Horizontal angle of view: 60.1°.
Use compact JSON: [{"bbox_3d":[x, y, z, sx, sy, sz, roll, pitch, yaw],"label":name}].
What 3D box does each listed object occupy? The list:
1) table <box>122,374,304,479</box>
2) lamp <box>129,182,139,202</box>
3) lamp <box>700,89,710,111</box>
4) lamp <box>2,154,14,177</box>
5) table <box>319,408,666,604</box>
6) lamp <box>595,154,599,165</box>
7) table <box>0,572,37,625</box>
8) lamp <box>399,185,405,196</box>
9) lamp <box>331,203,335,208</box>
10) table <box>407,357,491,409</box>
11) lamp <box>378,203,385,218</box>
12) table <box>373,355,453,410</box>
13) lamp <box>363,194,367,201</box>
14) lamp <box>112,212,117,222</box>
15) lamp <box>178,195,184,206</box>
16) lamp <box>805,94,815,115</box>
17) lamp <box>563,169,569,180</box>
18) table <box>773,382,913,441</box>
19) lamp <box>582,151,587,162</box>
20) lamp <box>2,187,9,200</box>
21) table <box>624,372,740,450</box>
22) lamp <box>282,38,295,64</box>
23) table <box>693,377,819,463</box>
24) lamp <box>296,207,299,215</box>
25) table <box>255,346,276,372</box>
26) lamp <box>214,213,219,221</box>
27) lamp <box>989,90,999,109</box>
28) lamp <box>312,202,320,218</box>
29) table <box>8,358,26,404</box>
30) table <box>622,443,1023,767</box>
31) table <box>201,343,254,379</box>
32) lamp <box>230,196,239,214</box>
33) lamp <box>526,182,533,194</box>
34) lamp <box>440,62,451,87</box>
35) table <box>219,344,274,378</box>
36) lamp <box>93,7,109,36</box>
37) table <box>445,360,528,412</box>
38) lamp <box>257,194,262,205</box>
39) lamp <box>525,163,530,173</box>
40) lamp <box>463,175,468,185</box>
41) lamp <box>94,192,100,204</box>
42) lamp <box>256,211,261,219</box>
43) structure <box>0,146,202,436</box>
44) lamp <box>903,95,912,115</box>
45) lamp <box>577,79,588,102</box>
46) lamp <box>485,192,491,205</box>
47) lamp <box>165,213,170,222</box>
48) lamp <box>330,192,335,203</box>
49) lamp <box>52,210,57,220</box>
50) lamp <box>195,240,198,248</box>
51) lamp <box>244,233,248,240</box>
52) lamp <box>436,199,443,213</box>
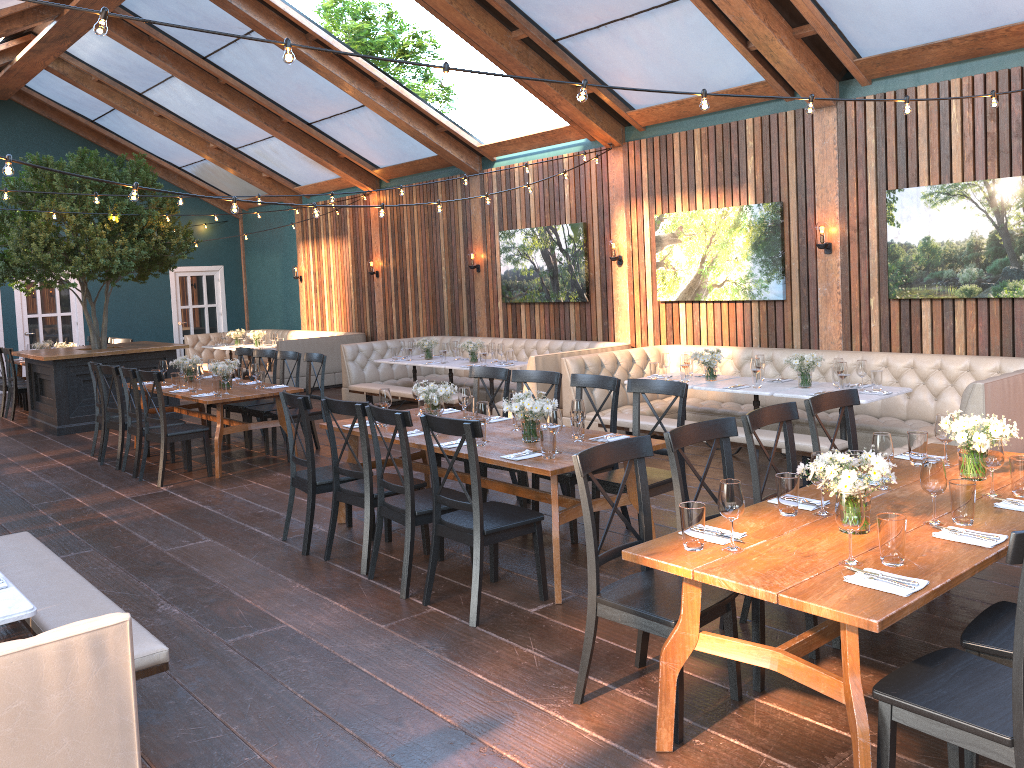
[{"bbox_3d":[-3.140,0.381,9.172,0.954,0.726,2.435,-7,8,-40],"label":"table"},{"bbox_3d":[-2.287,-1.161,5.346,0.056,0.119,0.057,-2,4,10],"label":"lamp"},{"bbox_3d":[1.073,-1.582,4.931,0.056,0.120,0.056,-1,4,18],"label":"lamp"},{"bbox_3d":[-2.674,-1.161,4.693,0.056,0.120,0.056,-6,5,-43],"label":"lamp"},{"bbox_3d":[-0.216,0.669,5.737,0.954,0.726,2.435,-7,8,-40],"label":"table"},{"bbox_3d":[0.989,-2.617,10.321,0.056,0.118,0.063,0,5,33],"label":"lamp"},{"bbox_3d":[-2.154,1.115,3.065,0.801,0.669,0.800,-7,7,-41],"label":"table"},{"bbox_3d":[-1.208,-2.123,9.705,0.056,0.120,0.056,-4,4,-19],"label":"lamp"},{"bbox_3d":[-2.841,-2.851,14.067,0.064,0.118,0.056,-5,5,-31],"label":"lamp"},{"bbox_3d":[-0.768,0.046,11.243,0.801,0.669,0.800,-7,7,-40],"label":"table"},{"bbox_3d":[-1.074,-1.430,7.285,0.056,0.120,0.056,-4,4,-21],"label":"lamp"},{"bbox_3d":[-1.297,-0.006,11.864,0.802,0.669,0.800,-7,7,-41],"label":"table"},{"bbox_3d":[-2.437,-3.101,14.685,0.056,0.119,0.056,-3,4,-11],"label":"lamp"},{"bbox_3d":[-4.923,-2.067,10.944,0.056,0.120,0.056,-4,4,-15],"label":"lamp"},{"bbox_3d":[-3.304,-1.836,8.815,0.056,0.120,0.056,-1,4,25],"label":"lamp"},{"bbox_3d":[1.764,-1.654,5.237,0.059,0.119,0.057,0,4,29],"label":"lamp"},{"bbox_3d":[0.591,-2.302,9.735,0.060,0.119,0.056,-4,4,-18],"label":"lamp"},{"bbox_3d":[2.689,0.386,7.180,0.801,0.669,0.800,-7,7,-41],"label":"table"},{"bbox_3d":[0.862,-2.699,10.496,0.056,0.121,0.056,-4,4,-19],"label":"lamp"},{"bbox_3d":[-4.694,-1.762,8.200,0.056,0.121,0.056,-5,5,-31],"label":"lamp"},{"bbox_3d":[1.632,0.282,8.423,0.802,0.669,0.800,-7,7,-41],"label":"table"},{"bbox_3d":[-1.012,-1.508,4.003,0.056,0.120,0.056,-1,4,26],"label":"lamp"},{"bbox_3d":[2.161,0.334,7.801,0.801,0.669,0.800,-7,7,-40],"label":"table"},{"bbox_3d":[-3.266,-2.639,13.463,0.056,0.120,0.056,0,5,32],"label":"lamp"},{"bbox_3d":[-4.169,-0.288,15.238,0.802,0.669,0.800,-7,7,-41],"label":"table"},{"bbox_3d":[-4.081,-2.305,12.204,0.060,0.119,0.057,-4,4,-16],"label":"lamp"},{"bbox_3d":[3.167,-1.869,5.812,0.056,0.120,0.056,-4,4,-24],"label":"lamp"},{"bbox_3d":[-1.468,-1.306,6.641,0.056,0.120,0.056,-5,5,-35],"label":"lamp"},{"bbox_3d":[-7.110,-0.009,13.837,0.954,0.726,2.435,-7,8,-40],"label":"table"},{"bbox_3d":[1.638,0.846,3.597,2.440,0.727,0.952,-8,8,-40],"label":"table"},{"bbox_3d":[-5.227,-0.392,16.481,0.801,0.669,0.800,-7,7,-41],"label":"table"},{"bbox_3d":[-1.882,-1.214,5.999,0.056,0.121,0.056,-6,5,-41],"label":"lamp"},{"bbox_3d":[0.179,-2.025,9.139,0.071,0.115,0.056,-4,4,-18],"label":"lamp"},{"bbox_3d":[-0.325,-1.511,4.320,0.056,0.121,0.056,-5,4,-26],"label":"lamp"},{"bbox_3d":[-4.698,-0.340,15.859,0.801,0.669,0.800,-7,7,-40],"label":"table"},{"bbox_3d":[-1.722,-1.521,3.718,0.075,0.114,0.056,-2,4,5],"label":"lamp"},{"bbox_3d":[-0.240,0.098,10.621,0.801,0.669,0.800,-7,7,-41],"label":"table"},{"bbox_3d":[-2.605,-1.901,9.120,0.056,0.120,0.056,-4,4,-25],"label":"lamp"},{"bbox_3d":[0.177,-2.499,10.240,0.056,0.120,0.056,-2,4,2],"label":"lamp"},{"bbox_3d":[-0.524,-2.302,9.987,0.056,0.118,0.064,1,5,43],"label":"lamp"},{"bbox_3d":[-3.999,-1.789,8.518,0.056,0.120,0.056,-3,4,1],"label":"lamp"},{"bbox_3d":[-3.669,-2.456,12.828,0.056,0.117,0.068,-6,6,-43],"label":"lamp"},{"bbox_3d":[-5.605,-1.331,11.921,2.722,3.681,2.857,-5,5,-31],"label":"structure"},{"bbox_3d":[2.468,-1.740,5.522,0.056,0.121,0.056,-3,4,-6],"label":"lamp"},{"bbox_3d":[0.366,-1.533,4.626,0.056,0.119,0.057,1,5,44],"label":"lamp"},{"bbox_3d":[-0.233,-1.787,8.529,0.056,0.120,0.056,-4,4,-12],"label":"lamp"},{"bbox_3d":[-4.500,-2.176,11.572,0.056,0.119,0.060,0,5,35],"label":"lamp"},{"bbox_3d":[-1.919,-1.990,9.430,0.056,0.117,0.068,-2,4,13],"label":"lamp"},{"bbox_3d":[-5.326,-1.970,10.297,0.056,0.120,0.056,0,4,30],"label":"lamp"},{"bbox_3d":[-4.964,-2.202,13.904,0.056,0.120,0.056,-1,4,26],"label":"lamp"},{"bbox_3d":[-4.255,-2.363,14.159,0.056,0.120,0.056,-1,4,27],"label":"lamp"},{"bbox_3d":[-0.649,-1.589,7.908,0.056,0.120,0.056,0,5,37],"label":"lamp"}]
